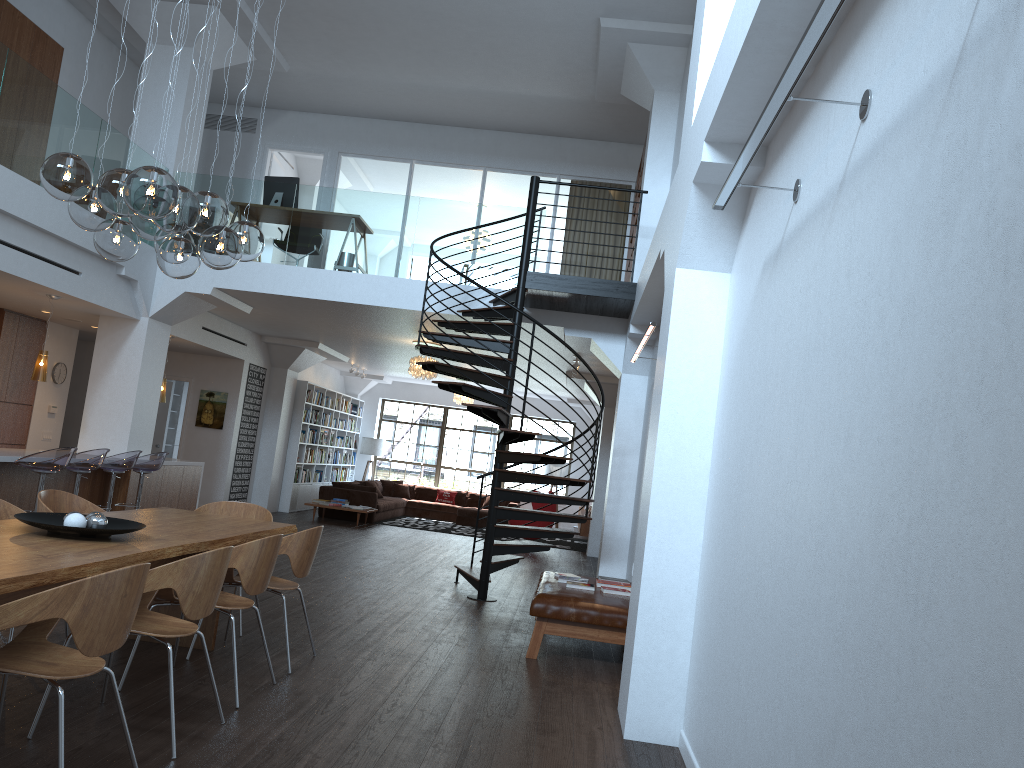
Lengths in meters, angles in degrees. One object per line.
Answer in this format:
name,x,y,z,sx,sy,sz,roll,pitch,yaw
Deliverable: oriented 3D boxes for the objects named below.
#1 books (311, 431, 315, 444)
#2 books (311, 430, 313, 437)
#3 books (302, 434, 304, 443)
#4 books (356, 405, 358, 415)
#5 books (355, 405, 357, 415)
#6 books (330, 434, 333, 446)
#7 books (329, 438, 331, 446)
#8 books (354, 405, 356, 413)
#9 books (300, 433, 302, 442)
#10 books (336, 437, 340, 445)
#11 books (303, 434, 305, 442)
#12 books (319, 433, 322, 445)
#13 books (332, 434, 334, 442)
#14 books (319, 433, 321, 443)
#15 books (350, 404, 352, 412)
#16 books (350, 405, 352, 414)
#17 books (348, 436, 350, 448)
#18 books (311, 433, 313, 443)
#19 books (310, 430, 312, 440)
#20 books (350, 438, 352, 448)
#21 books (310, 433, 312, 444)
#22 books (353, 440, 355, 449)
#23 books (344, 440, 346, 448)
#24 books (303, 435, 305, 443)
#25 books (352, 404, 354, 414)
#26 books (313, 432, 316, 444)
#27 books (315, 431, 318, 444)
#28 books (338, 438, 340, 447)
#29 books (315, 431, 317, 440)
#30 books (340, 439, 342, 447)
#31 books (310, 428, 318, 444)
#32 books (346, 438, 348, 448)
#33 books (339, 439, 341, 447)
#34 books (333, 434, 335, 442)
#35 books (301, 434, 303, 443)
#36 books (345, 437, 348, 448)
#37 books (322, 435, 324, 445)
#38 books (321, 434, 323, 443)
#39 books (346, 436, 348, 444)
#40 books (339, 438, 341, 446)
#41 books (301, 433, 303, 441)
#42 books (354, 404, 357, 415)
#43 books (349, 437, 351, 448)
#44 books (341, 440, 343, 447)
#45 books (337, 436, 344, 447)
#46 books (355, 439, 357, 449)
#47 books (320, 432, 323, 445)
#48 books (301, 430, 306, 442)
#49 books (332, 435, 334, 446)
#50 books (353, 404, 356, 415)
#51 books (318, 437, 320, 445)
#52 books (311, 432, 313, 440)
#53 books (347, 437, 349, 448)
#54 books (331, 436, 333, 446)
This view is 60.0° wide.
books,-3.912,1.020,17.122,0.182,0.253,0.034,7,-5,4
books,-3.937,1.014,17.089,0.182,0.253,0.034,7,-5,4
books,-3.941,1.004,16.513,0.120,0.167,0.020,7,-5,4
books,-3.627,0.585,20.247,0.183,0.253,0.042,7,-5,4
books,-3.632,0.577,20.160,0.183,0.253,0.042,7,-5,4
books,-3.828,1.150,18.403,0.174,0.251,0.051,7,-5,4
books,-3.833,1.160,18.362,0.161,0.223,0.030,7,-5,4
books,-3.644,0.567,20.074,0.183,0.253,0.042,7,-5,4
books,-3.954,0.983,16.367,0.128,0.178,0.022,7,-5,4
books,-3.784,1.236,19.024,0.140,0.206,0.042,7,-5,4
books,-3.933,1.010,16.539,0.106,0.162,0.032,7,-5,4
books,-3.880,1.077,17.627,0.174,0.240,0.054,7,-5,4
books,-3.831,1.161,18.508,0.183,0.253,0.039,7,-5,4
books,-3.885,1.081,17.584,0.161,0.223,0.032,7,-5,4
books,-3.659,0.546,19.706,0.161,0.223,0.033,7,-5,4
books,-3.648,0.551,19.736,0.161,0.223,0.032,7,-5,4
books,-3.741,1.296,19.898,0.180,0.259,0.042,7,-5,4
books,-3.927,1.023,17.051,0.167,0.230,0.037,7,-5,4
books,-3.929,1.005,16.967,0.159,0.250,0.026,7,-5,4
books,-3.726,1.326,20.071,0.174,0.236,0.142,7,-5,4
books,-3.920,1.022,16.991,0.161,0.223,0.027,7,-5,4
books,-3.699,1.362,20.353,0.161,0.222,0.084,7,-5,4
books,-3.752,1.284,19.589,0.161,0.223,0.032,7,-5,4
books,-3.931,1.010,16.564,0.107,0.167,0.017,7,-5,4
books,-3.654,0.550,19.900,0.183,0.253,0.042,7,-5,4
books,-3.905,1.037,17.220,0.174,0.239,0.045,7,-5,4
books,-3.895,1.038,17.294,0.182,0.253,0.034,7,-5,4
books,-3.778,1.248,19.063,0.139,0.191,0.036,7,-5,4
books,-3.908,1.033,17.261,0.182,0.253,0.034,7,-5,4
books,-3.763,1.277,19.248,0.109,0.171,0.018,7,-5,4
books,-3.899,1.025,17.359,0.176,0.294,0.102,7,-5,4
books,-3.739,1.296,19.707,0.161,0.223,0.032,7,-5,4
books,-3.770,1.264,19.157,0.128,0.178,0.022,7,-5,4
books,-3.823,1.171,18.613,0.160,0.251,0.036,7,-5,4
books,-3.947,0.995,16.459,0.109,0.171,0.018,7,-5,4
books,-3.748,1.280,19.633,0.174,0.240,0.054,7,-5,4
books,-3.866,1.118,17.857,0.161,0.207,0.135,7,-5,4
books,-3.872,1.093,17.701,0.161,0.223,0.032,7,-5,4
books,-3.749,1.284,19.746,0.183,0.253,0.042,7,-5,4
books,-3.777,1.251,19.138,0.127,0.200,0.020,7,-5,4
books,-3.957,0.989,16.440,0.128,0.178,0.022,7,-5,4
books,-3.635,0.572,20.117,0.183,0.253,0.042,7,-5,4
books,-3.730,1.308,19.983,0.183,0.253,0.042,7,-5,4
books,-3.757,1.286,19.303,0.120,0.167,0.020,7,-5,4
books,-3.757,1.261,19.392,0.140,0.231,0.042,7,-5,4
books,-3.689,1.385,20.541,0.182,0.215,0.188,7,-5,4
books,-3.882,1.080,17.740,0.183,0.253,0.042,7,-5,4
books,-3.941,0.979,16.602,0.140,0.231,0.042,7,-5,4
books,-3.823,1.170,18.576,0.171,0.246,0.036,7,-5,4
books,-3.641,0.563,20.030,0.183,0.253,0.042,7,-5,4
books,-3.894,1.063,17.555,0.160,0.251,0.031,7,-5,4
books,-3.921,1.024,17.018,0.161,0.223,0.026,7,-5,4
books,-3.741,1.295,19.818,0.171,0.246,0.039,7,-5,4
books,-3.821,1.172,18.472,0.161,0.223,0.030,7,-5,4
